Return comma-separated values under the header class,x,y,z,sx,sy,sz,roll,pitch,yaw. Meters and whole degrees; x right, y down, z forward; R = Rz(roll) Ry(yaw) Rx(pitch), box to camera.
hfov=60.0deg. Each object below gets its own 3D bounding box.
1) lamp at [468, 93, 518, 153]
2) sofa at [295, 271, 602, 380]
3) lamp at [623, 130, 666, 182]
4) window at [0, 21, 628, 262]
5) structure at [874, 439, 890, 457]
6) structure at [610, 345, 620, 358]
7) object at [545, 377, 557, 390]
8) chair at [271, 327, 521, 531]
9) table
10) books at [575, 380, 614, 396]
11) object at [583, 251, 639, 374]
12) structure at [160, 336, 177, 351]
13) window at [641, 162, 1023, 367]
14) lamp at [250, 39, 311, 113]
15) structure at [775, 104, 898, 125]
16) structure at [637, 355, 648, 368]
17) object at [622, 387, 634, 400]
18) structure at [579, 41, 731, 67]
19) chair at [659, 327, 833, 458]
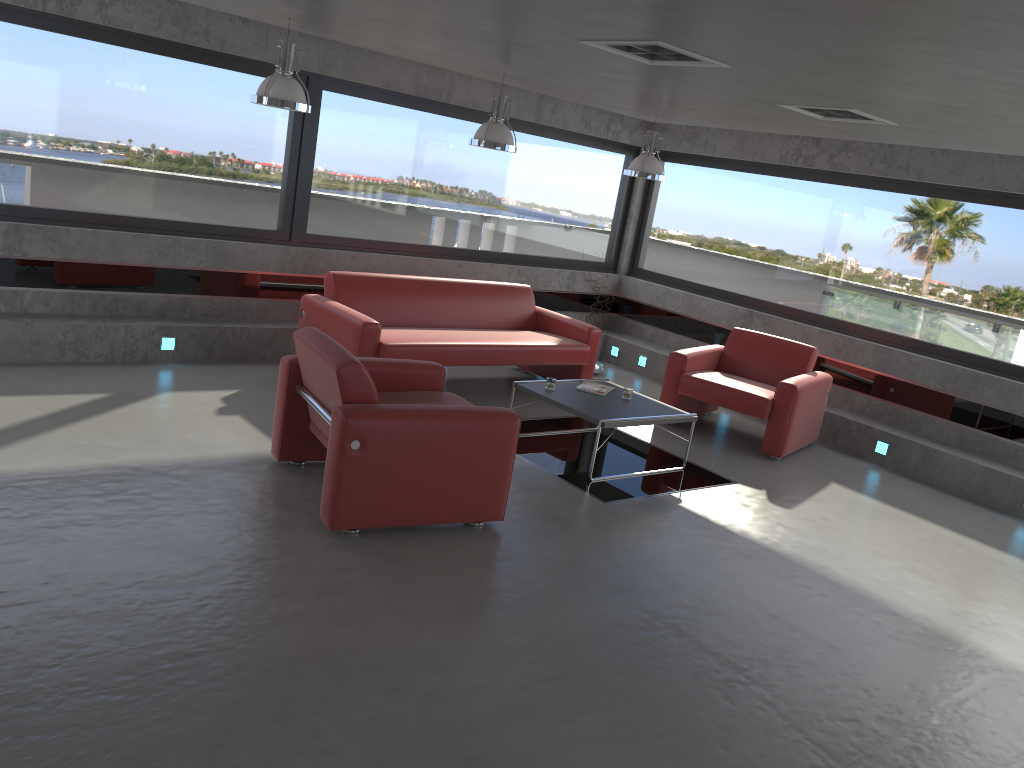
class,x,y,z,sx,sy,sz,roll,pitch,yaw
lamp,-0.119,-2.063,6.969,0.388,0.422,0.389,-2,17,-40
sofa,-0.463,-0.437,7.884,2.626,0.854,1.120,-2,17,-40
lamp,1.255,-2.101,8.131,0.388,0.422,0.389,20,17,36
window,-1.698,-1.993,7.994,7.800,1.364,0.003,-2,17,-40
structure,3.247,0.561,7.788,0.004,0.123,0.123,-2,17,-40
structure,1.183,-0.375,10.198,0.004,0.123,0.123,-2,17,-40
object,0.290,-0.002,6.628,0.079,0.077,0.079,18,15,31
chair,-0.655,0.187,5.131,1.130,0.854,1.196,2,15,-31
table,0.658,0.310,6.658,1.018,0.436,0.994,-2,17,-40
books,0.646,0.029,6.879,0.228,0.022,0.326,14,14,18
object,0.904,-0.770,9.487,0.466,1.289,0.531,3,15,-28
structure,-2.751,-0.321,7.096,0.123,0.123,0.004,-2,17,-40
window,3.030,-1.378,8.878,0.003,1.364,4.583,-2,17,-40
lamp,-1.493,-2.025,5.807,0.388,0.422,0.389,-2,17,-40
structure,2.121,-1.856,5.715,0.563,0.240,0.563,-2,17,-40
structure,1.453,-0.252,9.882,0.004,0.123,0.123,-2,17,-40
object,0.881,0.072,6.753,0.079,0.077,0.079,1,16,-32
structure,0.755,-1.818,4.560,0.563,0.240,0.563,-2,17,-40
chair,2.085,0.007,7.886,1.196,0.854,1.130,19,16,32
